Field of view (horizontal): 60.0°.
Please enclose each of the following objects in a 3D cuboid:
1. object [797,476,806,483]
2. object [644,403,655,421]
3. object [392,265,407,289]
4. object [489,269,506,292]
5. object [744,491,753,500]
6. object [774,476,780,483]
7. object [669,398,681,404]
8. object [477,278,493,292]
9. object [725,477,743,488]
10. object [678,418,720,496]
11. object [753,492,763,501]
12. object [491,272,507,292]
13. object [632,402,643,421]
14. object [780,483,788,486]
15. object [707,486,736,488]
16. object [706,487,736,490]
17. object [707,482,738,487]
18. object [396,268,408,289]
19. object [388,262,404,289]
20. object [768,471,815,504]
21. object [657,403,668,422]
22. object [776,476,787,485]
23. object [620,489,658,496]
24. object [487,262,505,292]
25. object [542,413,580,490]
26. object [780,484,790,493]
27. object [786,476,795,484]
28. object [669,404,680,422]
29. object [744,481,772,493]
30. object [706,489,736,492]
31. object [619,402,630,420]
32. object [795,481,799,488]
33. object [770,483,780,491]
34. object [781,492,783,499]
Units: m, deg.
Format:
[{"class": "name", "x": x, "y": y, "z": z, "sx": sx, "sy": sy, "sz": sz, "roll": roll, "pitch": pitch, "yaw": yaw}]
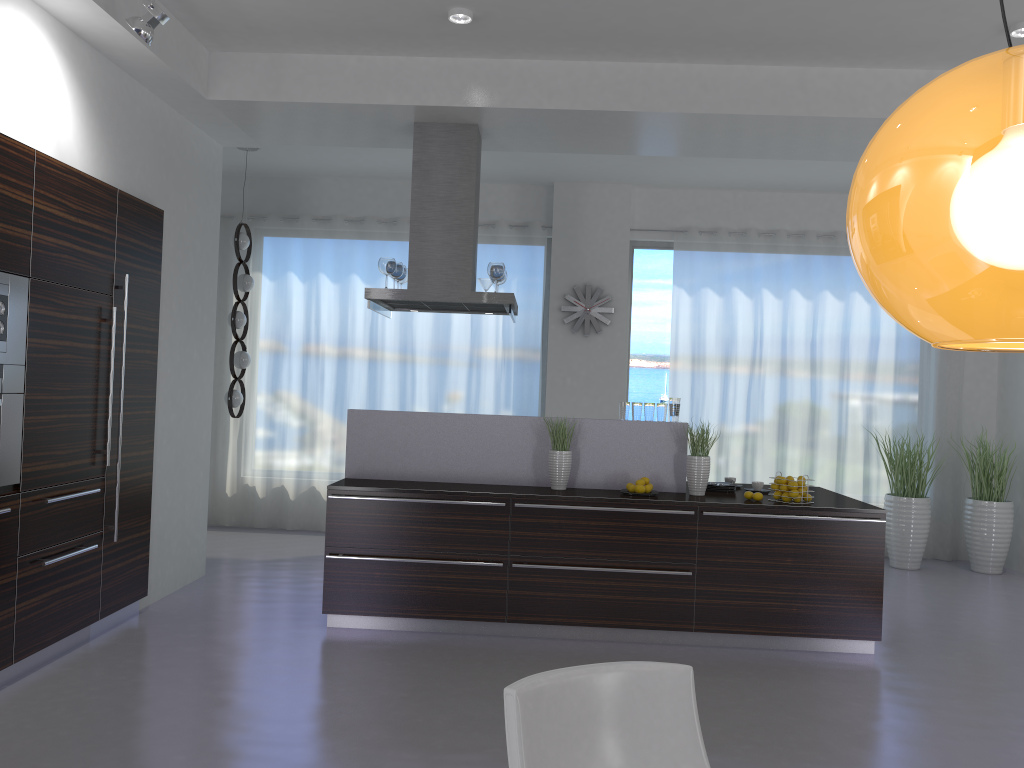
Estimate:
[{"class": "object", "x": 1.767, "y": 0.590, "z": 5.412, "sx": 0.050, "sy": 0.060, "sz": 0.059, "roll": 2, "pitch": 0, "yaw": 2}, {"class": "object", "x": 0.888, "y": 0.181, "z": 5.734, "sx": 0.072, "sy": 0.119, "sz": 0.071, "roll": 2, "pitch": -1, "yaw": 42}, {"class": "object", "x": -0.811, "y": -0.733, "z": 6.314, "sx": 0.125, "sy": 0.221, "sz": 0.125, "roll": 2, "pitch": -1, "yaw": 27}, {"class": "object", "x": -0.104, "y": -0.706, "z": 6.153, "sx": 0.125, "sy": 0.221, "sz": 0.125, "roll": 2, "pitch": -1, "yaw": 27}, {"class": "object", "x": 1.449, "y": 0.681, "z": 5.419, "sx": 0.053, "sy": 0.051, "sz": 0.063, "roll": 3, "pitch": -1, "yaw": -29}, {"class": "object", "x": 1.633, "y": 0.591, "z": 5.432, "sx": 0.052, "sy": 0.060, "sz": 0.057, "roll": 2, "pitch": 0, "yaw": -10}, {"class": "object", "x": 1.051, "y": 0.149, "z": 5.728, "sx": 0.072, "sy": 0.119, "sz": 0.071, "roll": 2, "pitch": -1, "yaw": 42}, {"class": "object", "x": -0.191, "y": -0.683, "z": 6.525, "sx": 0.137, "sy": 0.174, "sz": 0.137, "roll": 3, "pitch": -1, "yaw": -33}, {"class": "object", "x": 1.509, "y": 0.683, "z": 6.138, "sx": 0.153, "sy": 0.069, "sz": 0.153, "roll": 2, "pitch": -1, "yaw": 36}, {"class": "object", "x": 1.184, "y": 0.446, "z": 5.545, "sx": 0.269, "sy": 0.502, "sz": 0.247, "roll": 3, "pitch": -1, "yaw": -45}, {"class": "object", "x": 1.488, "y": 0.682, "z": 5.369, "sx": 0.063, "sy": 0.051, "sz": 0.053, "roll": 2, "pitch": 0, "yaw": 6}, {"class": "object", "x": -0.099, "y": -0.705, "z": 6.300, "sx": 0.125, "sy": 0.221, "sz": 0.125, "roll": 2, "pitch": -1, "yaw": 27}, {"class": "object", "x": 0.807, "y": 0.178, "z": 5.737, "sx": 0.072, "sy": 0.119, "sz": 0.071, "roll": 2, "pitch": -1, "yaw": 42}, {"class": "object", "x": 1.667, "y": 0.629, "z": 5.420, "sx": 0.064, "sy": 0.053, "sz": 0.051, "roll": 2, "pitch": 0, "yaw": 5}, {"class": "object", "x": 1.368, "y": 0.679, "z": 5.894, "sx": 0.232, "sy": 0.020, "sz": 0.232, "roll": 2, "pitch": 0, "yaw": 6}, {"class": "object", "x": 1.367, "y": 0.689, "z": 5.894, "sx": 0.232, "sy": 0.020, "sz": 0.232, "roll": 2, "pitch": 0, "yaw": 11}, {"class": "object", "x": 1.203, "y": 0.600, "z": 5.980, "sx": 0.646, "sy": 0.147, "sz": 0.269, "roll": 2, "pitch": -1, "yaw": 27}, {"class": "object", "x": -0.806, "y": -0.731, "z": 6.461, "sx": 0.125, "sy": 0.221, "sz": 0.125, "roll": 2, "pitch": -1, "yaw": 27}, {"class": "object", "x": -0.816, "y": -0.734, "z": 6.156, "sx": 0.125, "sy": 0.221, "sz": 0.125, "roll": 2, "pitch": -1, "yaw": 27}, {"class": "object", "x": 1.700, "y": 0.629, "z": 5.395, "sx": 0.189, "sy": 0.174, "sz": 0.207, "roll": 3, "pitch": -1, "yaw": -33}, {"class": "object", "x": 0.969, "y": 0.184, "z": 5.731, "sx": 0.072, "sy": 0.119, "sz": 0.071, "roll": 2, "pitch": -1, "yaw": 42}, {"class": "object", "x": 1.635, "y": 0.586, "z": 5.379, "sx": 0.053, "sy": 0.051, "sz": 0.063, "roll": 3, "pitch": -1, "yaw": -40}, {"class": "object", "x": 0.785, "y": 0.671, "z": 5.470, "sx": 0.232, "sy": 0.020, "sz": 0.232, "roll": 2, "pitch": 0, "yaw": 11}, {"class": "object", "x": -0.109, "y": -0.707, "z": 5.995, "sx": 0.125, "sy": 0.221, "sz": 0.125, "roll": 2, "pitch": -1, "yaw": 27}, {"class": "object", "x": 0.295, "y": 0.411, "z": 5.554, "sx": 0.269, "sy": 0.502, "sz": 0.247, "roll": 2, "pitch": 0, "yaw": 2}, {"class": "object", "x": 1.649, "y": 0.632, "z": 5.366, "sx": 0.062, "sy": 0.053, "sz": 0.052, "roll": 2, "pitch": -1, "yaw": -26}, {"class": "object", "x": 1.692, "y": 0.585, "z": 5.396, "sx": 0.051, "sy": 0.053, "sz": 0.063, "roll": 2, "pitch": 0, "yaw": 4}, {"class": "object", "x": 1.049, "y": 0.188, "z": 5.728, "sx": 0.072, "sy": 0.119, "sz": 0.071, "roll": 2, "pitch": -1, "yaw": 42}, {"class": "object", "x": 1.633, "y": 0.686, "z": 5.895, "sx": 0.153, "sy": 0.069, "sz": 0.153, "roll": 2, "pitch": -1, "yaw": -24}, {"class": "object", "x": 1.367, "y": 0.699, "z": 5.894, "sx": 0.232, "sy": 0.020, "sz": 0.232, "roll": 2, "pitch": 0, "yaw": 11}, {"class": "object", "x": 0.727, "y": 0.175, "z": 5.740, "sx": 0.072, "sy": 0.119, "sz": 0.071, "roll": 3, "pitch": -1, "yaw": -38}, {"class": "object", "x": 1.727, "y": 0.619, "z": 5.418, "sx": 0.055, "sy": 0.051, "sz": 0.061, "roll": 2, "pitch": 0, "yaw": -4}, {"class": "object", "x": 1.610, "y": 0.629, "z": 5.413, "sx": 0.053, "sy": 0.051, "sz": 0.063, "roll": 3, "pitch": -1, "yaw": -29}, {"class": "object", "x": 1.653, "y": 0.684, "z": 5.443, "sx": 0.061, "sy": 0.053, "sz": 0.053, "roll": 2, "pitch": -1, "yaw": 45}]
